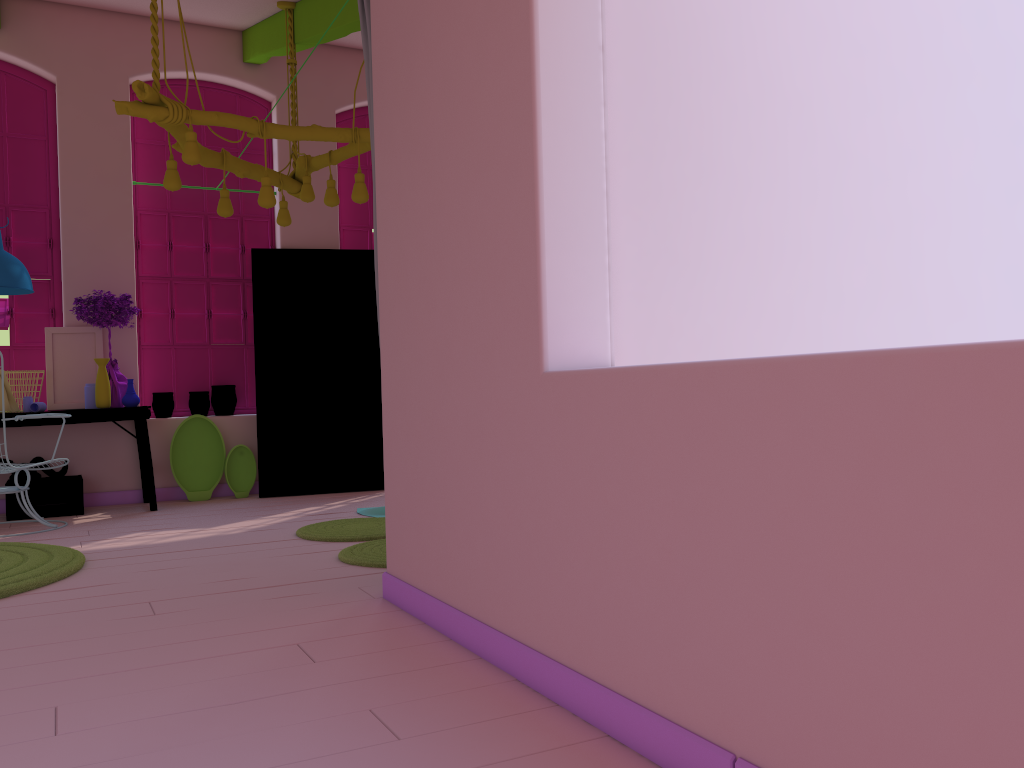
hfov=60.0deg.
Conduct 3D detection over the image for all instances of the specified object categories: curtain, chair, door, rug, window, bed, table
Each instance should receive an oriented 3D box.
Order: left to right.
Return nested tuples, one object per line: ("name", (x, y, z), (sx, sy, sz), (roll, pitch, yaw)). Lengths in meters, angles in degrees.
("rug", (-3.163, 0.968, 4.375), (1.888, 0.050, 1.889), (-1, 0, -40))
("window", (-4.444, -1.171, 7.083), (1.497, 3.004, 0.492), (-2, 0, -27))
("chair", (-3.525, 0.394, 6.045), (1.078, 1.238, 0.925), (-2, 0, 8))
("table", (-3.902, 0.612, 6.711), (2.192, 0.821, 0.655), (-2, 0, -27))
("window", (-2.734, -1.224, 7.953), (1.275, 3.047, 0.072), (-2, 0, -27))
("door", (-1.703, -0.134, 7.938), (1.153, 2.211, 0.450), (-2, 0, -17))
("rug", (-0.956, 0.922, 5.642), (0.792, 0.021, 0.792), (-1, 0, -45))
("window", (-1.043, -1.258, 8.835), (1.513, 3.010, 0.214), (-2, 0, -27))
("rug", (-0.530, 0.906, 4.809), (0.792, 0.021, 0.792), (-2, 0, 0))
("curtain", (-0.421, -0.483, 4.041), (0.518, 2.785, 0.525), (-1, 1, 44))
("bed", (0.979, 0.630, 6.257), (3.576, 0.514, 2.802), (-1, 0, -27))

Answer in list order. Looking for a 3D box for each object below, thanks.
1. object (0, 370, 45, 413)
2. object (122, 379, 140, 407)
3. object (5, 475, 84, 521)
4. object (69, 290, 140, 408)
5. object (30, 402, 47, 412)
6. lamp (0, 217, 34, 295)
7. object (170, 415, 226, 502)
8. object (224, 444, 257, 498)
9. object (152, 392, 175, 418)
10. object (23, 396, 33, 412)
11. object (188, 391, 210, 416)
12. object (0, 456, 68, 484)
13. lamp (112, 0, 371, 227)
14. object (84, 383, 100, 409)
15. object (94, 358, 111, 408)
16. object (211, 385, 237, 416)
("object", (-3.930, 0.040, 6.787), (0.633, 0.369, 0.444), (-2, 0, -27))
("object", (-2.993, 0.072, 6.961), (0.132, 0.219, 0.132), (-2, 0, -10))
("object", (-3.618, 0.876, 6.881), (0.521, 0.277, 0.446), (-2, 0, -27))
("object", (-3.245, -0.281, 7.113), (0.441, 0.951, 0.502), (-1, 0, 23))
("object", (-3.584, 0.175, 6.704), (0.076, 0.076, 0.137), (-2, 0, -7))
("lamp", (-3.815, -1.677, 6.467), (0.529, 2.002, 0.528), (-2, 0, 4))
("object", (-2.699, 0.626, 7.586), (0.451, 0.734, 0.218), (-2, 0, -27))
("object", (-2.370, 0.752, 7.671), (0.284, 0.463, 0.137), (-2, 0, -42))
("object", (-3.015, 0.182, 7.668), (0.182, 0.223, 0.182), (-1, 0, 40))
("object", (-3.671, 0.154, 6.728), (0.065, 0.118, 0.065), (-2, 0, 22))
("object", (-2.750, 0.176, 7.804), (0.182, 0.223, 0.182), (-2, 0, -45))
("object", (-3.765, 0.786, 6.843), (0.300, 0.448, 0.672), (-1, 0, 38))
("lamp", (-1.597, -2.116, 5.345), (1.611, 2.265, 1.775), (-1, 0, 45))
("object", (-3.292, 0.096, 6.956), (0.109, 0.197, 0.109), (-2, 0, 10))
("object", (-3.163, -0.005, 6.853), (0.116, 0.383, 0.116), (-1, 0, 37))
("object", (-2.566, 0.146, 7.902), (0.223, 0.272, 0.223), (-2, 0, -40))
